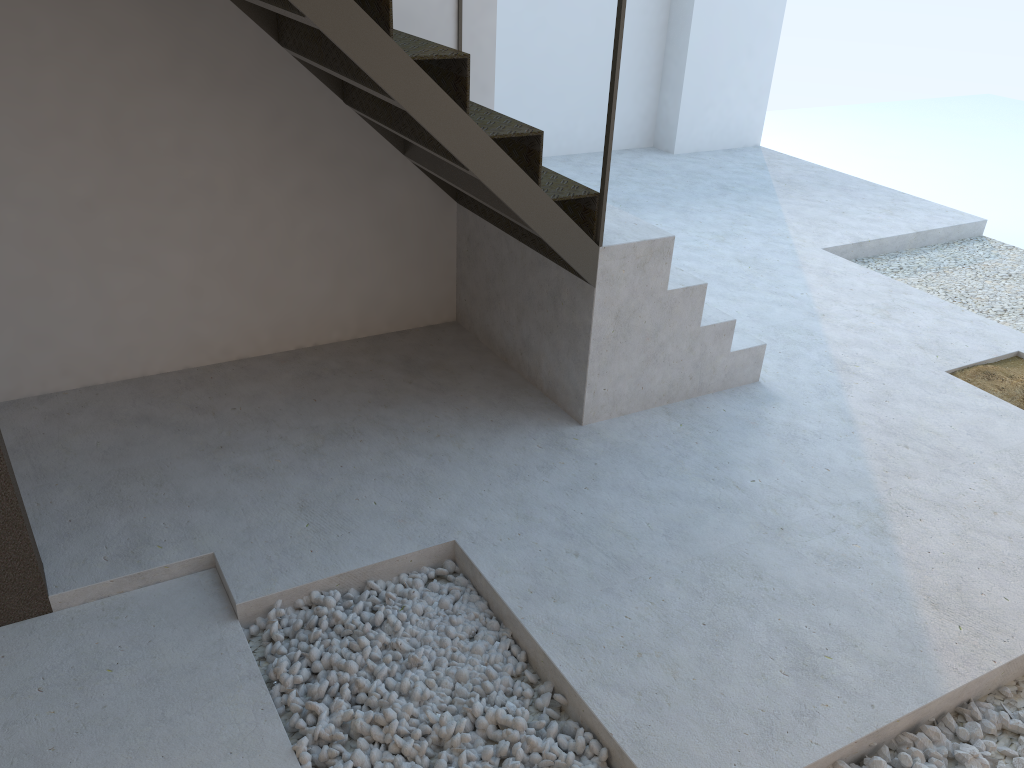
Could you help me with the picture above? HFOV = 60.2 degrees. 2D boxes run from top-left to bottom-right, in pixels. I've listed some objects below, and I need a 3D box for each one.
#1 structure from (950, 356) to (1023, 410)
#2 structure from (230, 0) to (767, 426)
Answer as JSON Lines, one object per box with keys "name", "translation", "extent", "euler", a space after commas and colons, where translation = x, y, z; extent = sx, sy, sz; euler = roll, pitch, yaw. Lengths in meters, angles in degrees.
{"name": "structure", "translation": [2.537, 0.073, 3.756], "extent": [0.739, 0.305, 1.165], "euler": [-13, 33, -27]}
{"name": "structure", "translation": [-1.958, -1.390, 1.877], "extent": [6.485, 4.119, 1.120], "euler": [-13, 34, -25]}
